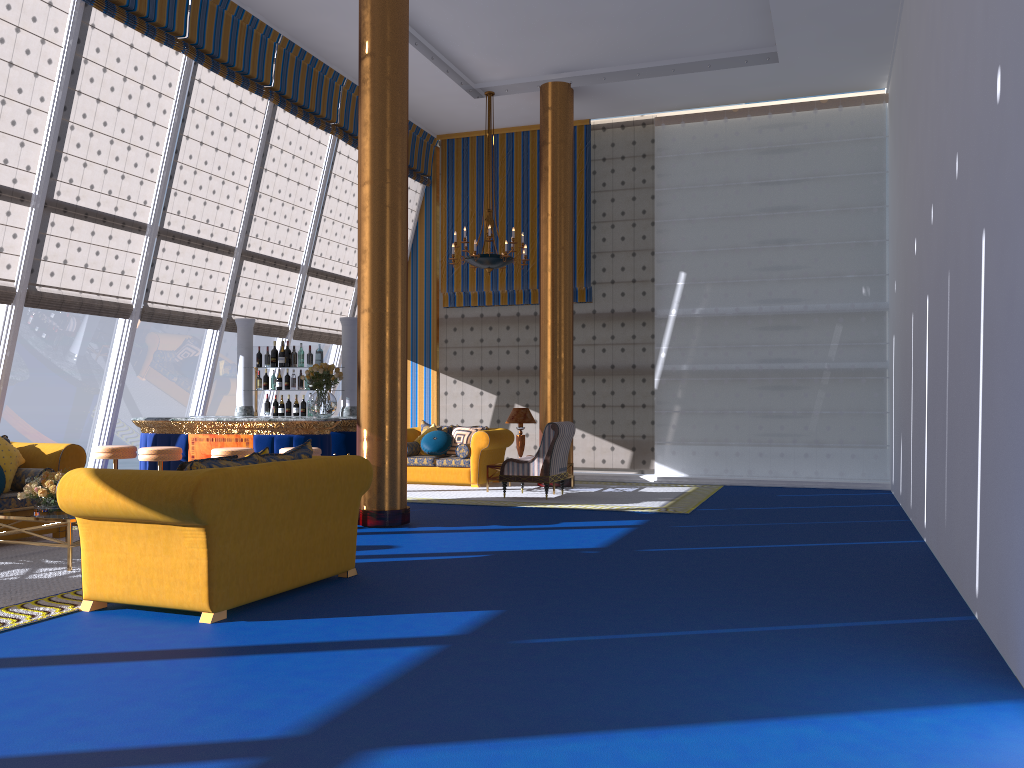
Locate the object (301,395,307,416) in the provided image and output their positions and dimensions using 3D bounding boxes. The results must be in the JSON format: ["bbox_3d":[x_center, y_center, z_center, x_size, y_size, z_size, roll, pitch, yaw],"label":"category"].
[{"bbox_3d":[-2.371,0.246,10.090,0.065,0.244,0.065,0,-1,1],"label":"object"}]

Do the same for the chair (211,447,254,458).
[{"bbox_3d":[-2.653,0.998,8.426,0.401,0.781,0.395,0,-1,-21],"label":"chair"}]

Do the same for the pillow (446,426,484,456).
[{"bbox_3d":[-0.711,0.862,13.335,0.518,0.456,0.329,0,-1,19],"label":"pillow"}]

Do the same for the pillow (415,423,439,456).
[{"bbox_3d":[-1.218,0.847,13.549,0.606,0.491,0.234,0,-1,24],"label":"pillow"}]

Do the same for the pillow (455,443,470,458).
[{"bbox_3d":[-0.648,0.974,13.023,0.213,0.219,0.376,0,-1,24],"label":"pillow"}]

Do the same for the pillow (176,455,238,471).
[{"bbox_3d":[-1.974,0.670,5.424,0.325,0.456,0.525,0,-1,19],"label":"pillow"}]

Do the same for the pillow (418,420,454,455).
[{"bbox_3d":[-1.208,0.896,13.711,0.595,0.672,0.357,0,-1,27],"label":"pillow"}]

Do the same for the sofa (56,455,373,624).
[{"bbox_3d":[-1.795,0.907,5.707,1.004,0.854,1.861,0,-1,21],"label":"sofa"}]

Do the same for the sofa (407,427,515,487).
[{"bbox_3d":[-0.994,1.095,13.505,1.834,0.854,1.019,0,-1,21],"label":"sofa"}]

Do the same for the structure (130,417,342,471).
[{"bbox_3d":[-2.879,0.879,9.201,2.304,1.065,0.772,0,-1,8],"label":"structure"}]

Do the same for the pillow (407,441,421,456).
[{"bbox_3d":[-1.564,0.981,13.373,0.213,0.219,0.380,0,-1,24],"label":"pillow"}]

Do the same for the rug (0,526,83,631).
[{"bbox_3d":[-4.249,1.318,5.566,3.568,0.010,6.299,0,-1,19],"label":"rug"}]

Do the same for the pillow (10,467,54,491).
[{"bbox_3d":[-4.225,0.843,7.801,0.370,0.219,0.216,0,-1,19],"label":"pillow"}]

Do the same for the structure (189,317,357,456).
[{"bbox_3d":[-2.673,0.340,10.280,2.303,2.195,0.772,0,-1,10],"label":"structure"}]

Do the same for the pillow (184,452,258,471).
[{"bbox_3d":[-1.783,0.727,5.367,0.337,0.610,0.619,0,-1,25],"label":"pillow"}]

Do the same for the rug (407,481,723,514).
[{"bbox_3d":[-0.387,1.490,12.482,6.216,0.011,3.617,0,-1,19],"label":"rug"}]

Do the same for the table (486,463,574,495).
[{"bbox_3d":[0.265,1.303,12.383,0.968,0.369,0.913,0,-1,19],"label":"table"}]

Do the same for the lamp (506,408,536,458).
[{"bbox_3d":[0.126,0.733,12.632,0.445,0.783,0.447,0,-1,4],"label":"lamp"}]

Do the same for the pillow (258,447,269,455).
[{"bbox_3d":[-1.749,0.664,5.936,0.230,0.491,0.616,0,-1,25],"label":"pillow"}]

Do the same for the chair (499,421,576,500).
[{"bbox_3d":[0.342,0.967,11.421,0.779,0.966,0.799,0,-1,20],"label":"chair"}]

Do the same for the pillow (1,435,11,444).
[{"bbox_3d":[-4.692,0.727,7.762,0.245,0.546,0.614,0,-1,17],"label":"pillow"}]

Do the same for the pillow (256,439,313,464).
[{"bbox_3d":[-1.586,0.710,5.930,0.351,0.672,0.606,0,-1,28],"label":"pillow"}]

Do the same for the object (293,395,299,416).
[{"bbox_3d":[-2.455,0.242,10.097,0.068,0.244,0.068,0,-1,1],"label":"object"}]

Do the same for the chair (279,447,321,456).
[{"bbox_3d":[-2.031,1.001,8.507,0.400,0.781,0.397,0,-1,-10],"label":"chair"}]

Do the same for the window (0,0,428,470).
[{"bbox_3d":[-4.654,-1.541,8.567,1.608,5.855,15.571,0,-1,20],"label":"window"}]

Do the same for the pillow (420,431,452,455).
[{"bbox_3d":[-1.131,0.882,13.265,0.463,0.367,0.388,1,-1,-20],"label":"pillow"}]

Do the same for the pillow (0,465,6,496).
[{"bbox_3d":[-4.409,0.755,7.322,0.316,0.404,0.478,-1,-1,33],"label":"pillow"}]

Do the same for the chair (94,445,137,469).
[{"bbox_3d":[-3.972,1.006,8.884,0.402,0.781,0.394,1,-1,-32],"label":"chair"}]

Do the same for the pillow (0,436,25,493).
[{"bbox_3d":[-4.457,0.667,7.685,0.326,0.583,0.582,-1,-1,40],"label":"pillow"}]

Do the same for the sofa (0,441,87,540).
[{"bbox_3d":[-4.680,0.931,7.437,0.995,0.854,1.858,0,-1,20],"label":"sofa"}]

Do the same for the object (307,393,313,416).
[{"bbox_3d":[-2.294,0.235,10.098,0.069,0.269,0.068,0,-1,-20],"label":"object"}]

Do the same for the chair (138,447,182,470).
[{"bbox_3d":[-3.404,1.000,8.584,0.402,0.781,0.394,1,-1,-32],"label":"chair"}]

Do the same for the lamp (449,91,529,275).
[{"bbox_3d":[-0.298,-2.636,11.693,1.061,2.421,1.058,0,-1,-3],"label":"lamp"}]

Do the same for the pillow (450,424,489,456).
[{"bbox_3d":[-0.651,0.924,13.526,0.609,0.610,0.342,0,-1,24],"label":"pillow"}]

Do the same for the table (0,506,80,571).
[{"bbox_3d":[-3.458,1.165,6.920,0.968,0.369,0.913,0,-1,19],"label":"table"}]
